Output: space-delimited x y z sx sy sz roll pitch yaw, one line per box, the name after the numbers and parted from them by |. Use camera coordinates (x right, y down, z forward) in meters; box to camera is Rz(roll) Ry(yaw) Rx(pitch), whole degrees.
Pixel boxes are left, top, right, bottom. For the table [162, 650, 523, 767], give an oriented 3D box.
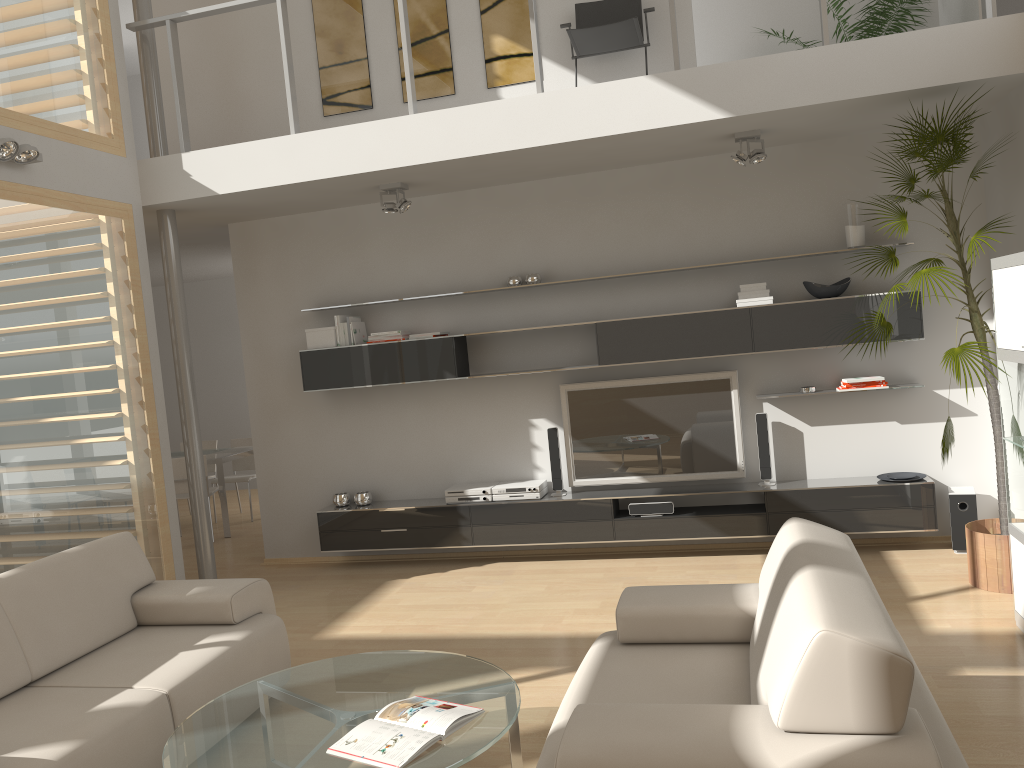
-0.550 1.319 3.072 1.198 0.370 1.198 -4 3 32 | table

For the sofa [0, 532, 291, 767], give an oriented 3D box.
-1.831 1.181 3.472 1.168 0.846 2.093 -5 3 15 | sofa

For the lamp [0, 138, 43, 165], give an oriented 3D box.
-2.651 -1.224 4.698 0.183 0.110 0.360 -5 3 15 | lamp

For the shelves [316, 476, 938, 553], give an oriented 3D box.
0.641 0.921 6.208 4.236 0.312 0.300 -5 3 15 | shelves

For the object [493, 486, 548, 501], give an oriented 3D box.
0.061 0.788 6.354 0.349 0.049 0.250 -5 3 15 | object

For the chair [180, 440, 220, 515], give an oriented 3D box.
-3.426 1.042 9.458 0.455 0.807 0.501 -5 3 15 | chair

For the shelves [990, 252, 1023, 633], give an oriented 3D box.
2.222 0.360 2.991 0.408 1.756 2.432 -5 3 15 | shelves

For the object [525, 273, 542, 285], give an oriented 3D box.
0.150 -0.740 6.245 0.115 0.081 0.115 -6 3 -5 | object

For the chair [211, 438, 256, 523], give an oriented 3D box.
-2.815 0.993 9.264 0.455 0.807 0.501 -5 3 15 | chair

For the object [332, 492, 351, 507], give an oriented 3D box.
-1.292 0.877 6.730 0.143 0.091 0.143 -8 4 -43 | object

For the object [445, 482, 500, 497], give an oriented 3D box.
-0.288 0.768 6.435 0.349 0.049 0.262 -5 3 15 | object

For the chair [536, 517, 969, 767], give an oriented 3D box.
0.704 0.971 2.800 1.165 0.846 1.562 -5 3 15 | chair

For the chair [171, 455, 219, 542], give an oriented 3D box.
-3.003 1.060 8.317 0.455 0.807 0.501 -6 3 -5 | chair

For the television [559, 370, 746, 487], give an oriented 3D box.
0.971 0.317 6.184 1.224 0.735 0.096 -5 3 15 | television

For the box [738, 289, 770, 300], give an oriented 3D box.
1.596 -0.588 5.861 0.200 0.047 0.200 -5 3 15 | box

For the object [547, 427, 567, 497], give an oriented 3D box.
0.311 0.548 6.302 0.111 0.483 0.116 -5 3 11 | object

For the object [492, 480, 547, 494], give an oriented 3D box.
0.055 0.740 6.346 0.349 0.049 0.262 -5 3 15 | object

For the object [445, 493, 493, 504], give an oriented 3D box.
-0.283 0.817 6.438 0.349 0.049 0.262 -5 3 15 | object

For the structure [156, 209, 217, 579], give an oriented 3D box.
-2.250 0.150 6.162 0.121 2.700 0.122 -5 3 3 | structure

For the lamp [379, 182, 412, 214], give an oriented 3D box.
-0.781 -1.240 5.964 0.214 0.195 0.150 -5 3 15 | lamp

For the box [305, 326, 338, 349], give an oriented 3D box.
-1.376 -0.344 6.607 0.232 0.149 0.232 -5 3 15 | box

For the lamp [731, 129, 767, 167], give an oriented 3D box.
1.436 -1.424 5.389 0.214 0.195 0.150 -5 3 15 | lamp

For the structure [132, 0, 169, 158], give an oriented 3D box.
-2.522 -2.683 6.015 0.121 2.400 0.122 -5 3 3 | structure

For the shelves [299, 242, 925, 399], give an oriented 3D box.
0.526 -0.271 6.146 4.236 0.914 0.300 -5 3 15 | shelves

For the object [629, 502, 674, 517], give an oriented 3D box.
0.951 0.848 6.031 0.300 0.092 0.085 -5 3 15 | object

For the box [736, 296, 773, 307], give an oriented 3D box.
1.602 -0.541 5.861 0.232 0.047 0.232 -5 3 15 | box

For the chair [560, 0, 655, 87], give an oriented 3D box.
0.632 -2.183 5.809 0.628 0.825 0.537 -5 3 15 | chair

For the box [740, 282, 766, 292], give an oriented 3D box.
1.591 -0.635 5.857 0.168 0.047 0.168 -5 3 15 | box

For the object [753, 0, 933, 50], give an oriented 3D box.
2.329 -2.478 6.022 1.331 1.069 1.491 -5 3 12 | object

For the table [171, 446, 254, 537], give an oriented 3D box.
-3.612 1.114 8.980 2.199 0.746 0.900 -5 3 15 | table

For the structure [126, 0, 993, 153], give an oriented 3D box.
0.113 -2.140 5.216 5.400 0.900 0.080 -5 3 15 | structure

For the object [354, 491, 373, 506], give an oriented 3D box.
-1.121 0.863 6.685 0.143 0.091 0.143 -8 4 -43 | object
